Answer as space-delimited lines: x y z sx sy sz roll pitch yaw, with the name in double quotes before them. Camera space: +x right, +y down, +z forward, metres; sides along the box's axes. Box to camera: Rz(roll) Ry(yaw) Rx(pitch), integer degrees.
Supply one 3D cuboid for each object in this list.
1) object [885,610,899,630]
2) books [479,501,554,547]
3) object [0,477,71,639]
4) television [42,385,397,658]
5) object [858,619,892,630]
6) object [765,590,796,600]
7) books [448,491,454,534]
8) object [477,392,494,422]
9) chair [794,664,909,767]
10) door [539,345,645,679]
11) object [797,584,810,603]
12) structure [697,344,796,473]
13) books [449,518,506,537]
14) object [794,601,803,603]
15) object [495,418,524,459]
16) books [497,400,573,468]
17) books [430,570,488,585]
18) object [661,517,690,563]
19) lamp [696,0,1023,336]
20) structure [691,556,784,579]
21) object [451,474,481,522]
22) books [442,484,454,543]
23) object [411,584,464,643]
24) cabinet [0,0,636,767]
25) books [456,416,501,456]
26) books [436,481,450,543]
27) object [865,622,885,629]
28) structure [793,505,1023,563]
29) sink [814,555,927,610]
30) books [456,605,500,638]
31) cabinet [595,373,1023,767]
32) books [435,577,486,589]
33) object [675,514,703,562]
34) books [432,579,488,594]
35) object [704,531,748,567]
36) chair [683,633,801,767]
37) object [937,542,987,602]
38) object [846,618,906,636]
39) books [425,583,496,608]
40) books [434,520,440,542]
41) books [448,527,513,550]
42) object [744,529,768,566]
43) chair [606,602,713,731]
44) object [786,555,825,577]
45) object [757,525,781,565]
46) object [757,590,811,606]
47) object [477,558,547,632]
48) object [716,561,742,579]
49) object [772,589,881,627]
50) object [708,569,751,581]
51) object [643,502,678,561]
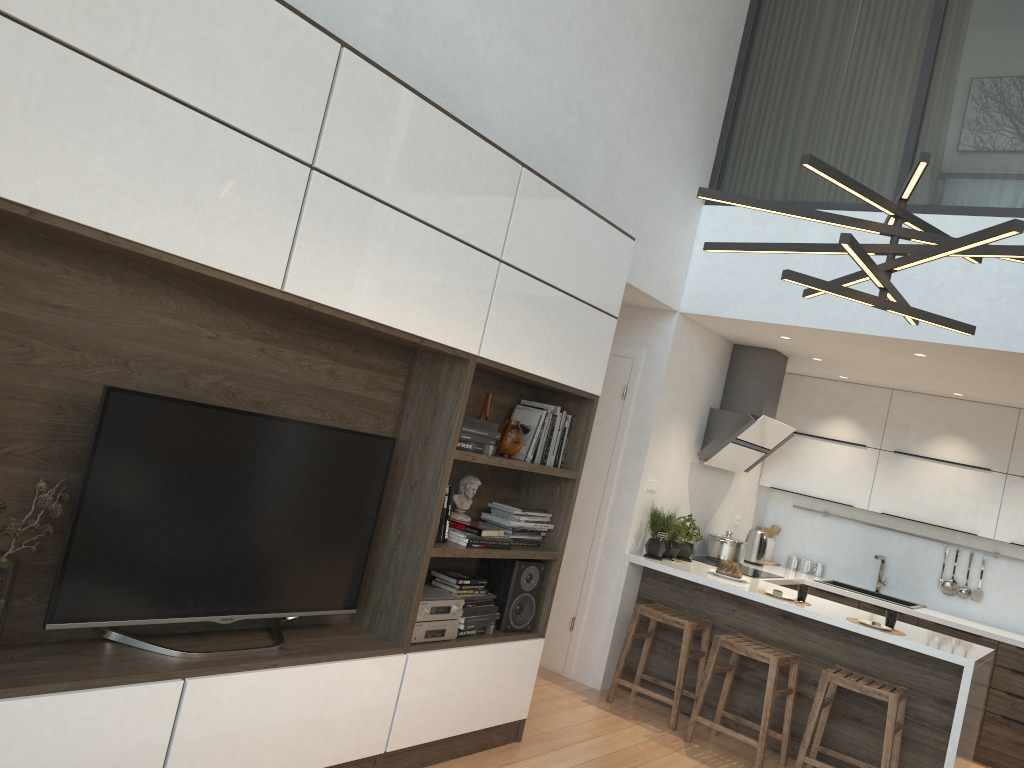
"object" 2.057 1.284 4.816 0.066 0.093 0.066 13 -3 9
"books" 0.006 0.662 4.205 0.224 0.176 0.374 11 -3 35
"object" -1.356 0.433 2.239 0.317 0.598 0.542 14 -3 -18
"television" -0.895 0.484 2.971 0.229 0.779 1.220 11 -3 36
"object" 1.945 1.295 4.756 0.176 0.014 0.176 11 -4 40
"object" 1.540 1.219 5.098 0.176 0.014 0.176 12 -3 26
"books" -0.338 0.530 3.761 0.179 0.233 0.077 11 -3 36
"object" -0.133 0.168 3.966 0.082 0.265 0.081 15 -3 -33
"chair" 1.765 1.819 4.577 0.450 0.600 0.350 11 -3 33
"door" 0.224 0.747 5.909 0.974 2.136 0.085 11 -3 36
"object" 1.681 1.213 5.130 0.066 0.093 0.066 14 -3 -18
"structure" 1.747 0.150 6.345 0.407 0.998 0.898 11 -3 36
"books" -0.193 0.627 3.920 0.266 0.030 0.209 12 -3 29
"object" 1.618 1.235 5.020 0.025 0.011 0.126 11 -4 40
"object" -0.011 0.246 4.005 0.130 0.171 0.130 14 -3 -15
"books" 0.106 0.229 4.258 0.201 0.287 0.332 11 -3 36
"books" -0.237 0.868 3.979 0.161 0.023 0.213 11 -4 39
"object" 1.052 1.004 5.792 0.211 0.283 0.221 16 -4 -41
"lamp" 1.405 -1.978 2.480 0.831 3.645 1.200 16 -4 -44
"structure" 1.552 1.285 6.234 0.550 0.006 0.609 11 -3 36
"object" -0.217 0.501 3.958 0.117 0.207 0.116 14 -3 -13
"books" -0.331 0.525 3.715 0.177 0.242 0.066 11 -3 36
"object" -0.397 0.946 3.675 0.270 0.174 0.285 11 -3 36
"cabinet" -0.928 0.128 2.756 0.338 2.494 4.036 11 -3 36
"books" -0.248 0.196 3.745 0.277 0.137 0.343 11 -3 31
"books" -0.352 0.513 3.696 0.193 0.255 0.066 11 -3 35
"object" 1.928 1.286 4.706 0.025 0.012 0.126 15 -3 -35
"structure" 3.519 1.242 6.448 3.000 0.045 0.050 11 -3 36
"sink" 2.683 1.537 6.626 0.706 0.518 0.512 11 -3 36
"books" -0.233 1.025 3.950 0.248 0.123 0.307 11 -3 31
"cabinet" 2.845 1.190 5.480 3.495 2.401 2.401 11 -3 36
"books" -0.231 0.888 3.967 0.142 0.015 0.198 11 -3 34
"object" 1.171 1.025 5.947 0.172 0.311 0.179 16 -4 -43
"books" -0.232 0.907 3.965 0.161 0.023 0.213 11 -4 39
"object" 1.553 1.176 6.424 0.315 0.223 0.288 14 -3 -13
"chair" 1.279 1.720 4.837 0.450 0.600 0.350 11 -4 41
"object" 3.322 1.387 6.544 0.320 0.389 0.069 11 -4 37
"object" 1.965 1.310 4.792 0.304 0.002 0.304 14 -3 -22
"books" -0.233 0.941 3.961 0.224 0.042 0.277 11 -3 31
"books" -0.361 0.515 3.666 0.169 0.242 0.050 11 -3 35
"books" -0.185 0.668 3.894 0.250 0.047 0.310 11 -4 41
"object" 1.881 1.257 6.860 0.179 0.270 0.220 12 -3 23
"chair" 0.898 1.653 5.268 0.450 0.600 0.350 11 -3 36
"object" 2.364 1.468 7.154 0.297 0.105 0.112 11 -4 38
"object" 2.069 1.296 7.246 0.221 0.316 0.330 11 -3 36
"object" 1.570 1.235 5.120 0.305 0.002 0.305 13 -3 5
"object" -0.015 0.981 4.221 0.214 0.331 0.244 16 -4 -44
"object" 1.352 1.154 5.518 0.155 0.101 0.161 11 -3 32
"object" 1.737 1.241 4.922 0.597 0.039 0.064 11 -3 32
"object" 1.346 1.192 5.501 0.261 0.021 0.261 11 -3 30
"object" 0.938 0.925 5.620 0.186 0.367 0.196 11 -3 36
